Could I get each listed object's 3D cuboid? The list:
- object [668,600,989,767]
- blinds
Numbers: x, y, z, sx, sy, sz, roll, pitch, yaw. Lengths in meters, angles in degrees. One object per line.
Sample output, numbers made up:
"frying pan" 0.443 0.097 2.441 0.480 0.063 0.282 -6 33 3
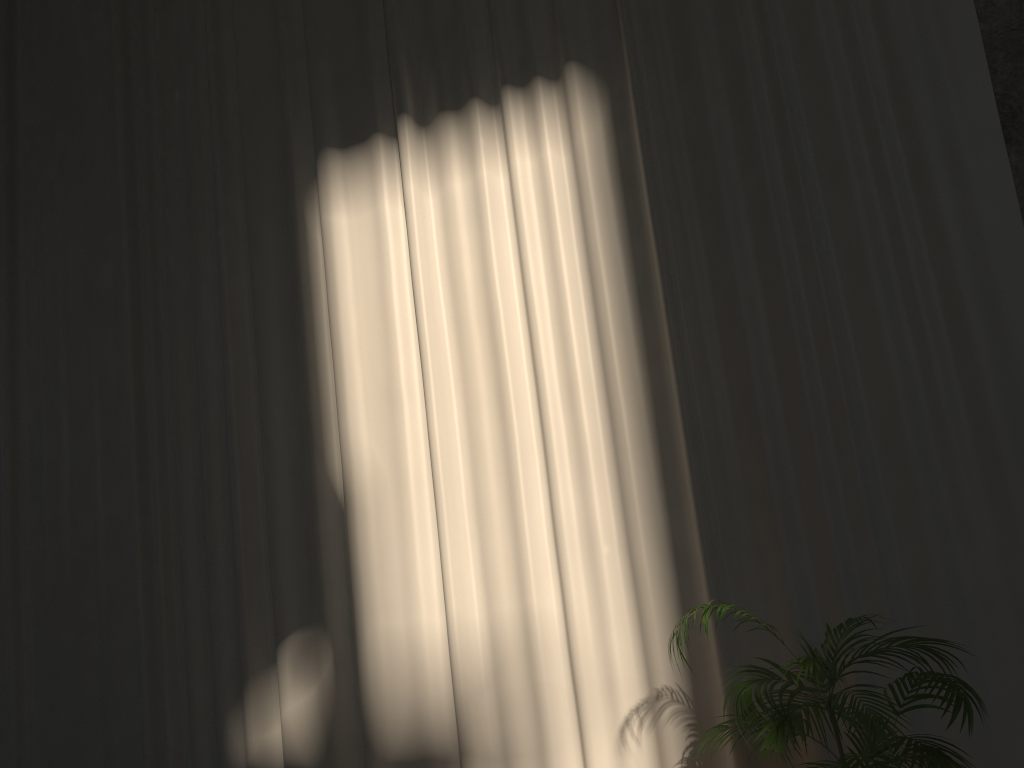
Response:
"object" 1.231 1.495 3.295 1.133 1.422 1.115 -9 -12 11
"blinds" -1.465 -1.279 5.506 7.893 8.448 0.278 -12 -10 22
